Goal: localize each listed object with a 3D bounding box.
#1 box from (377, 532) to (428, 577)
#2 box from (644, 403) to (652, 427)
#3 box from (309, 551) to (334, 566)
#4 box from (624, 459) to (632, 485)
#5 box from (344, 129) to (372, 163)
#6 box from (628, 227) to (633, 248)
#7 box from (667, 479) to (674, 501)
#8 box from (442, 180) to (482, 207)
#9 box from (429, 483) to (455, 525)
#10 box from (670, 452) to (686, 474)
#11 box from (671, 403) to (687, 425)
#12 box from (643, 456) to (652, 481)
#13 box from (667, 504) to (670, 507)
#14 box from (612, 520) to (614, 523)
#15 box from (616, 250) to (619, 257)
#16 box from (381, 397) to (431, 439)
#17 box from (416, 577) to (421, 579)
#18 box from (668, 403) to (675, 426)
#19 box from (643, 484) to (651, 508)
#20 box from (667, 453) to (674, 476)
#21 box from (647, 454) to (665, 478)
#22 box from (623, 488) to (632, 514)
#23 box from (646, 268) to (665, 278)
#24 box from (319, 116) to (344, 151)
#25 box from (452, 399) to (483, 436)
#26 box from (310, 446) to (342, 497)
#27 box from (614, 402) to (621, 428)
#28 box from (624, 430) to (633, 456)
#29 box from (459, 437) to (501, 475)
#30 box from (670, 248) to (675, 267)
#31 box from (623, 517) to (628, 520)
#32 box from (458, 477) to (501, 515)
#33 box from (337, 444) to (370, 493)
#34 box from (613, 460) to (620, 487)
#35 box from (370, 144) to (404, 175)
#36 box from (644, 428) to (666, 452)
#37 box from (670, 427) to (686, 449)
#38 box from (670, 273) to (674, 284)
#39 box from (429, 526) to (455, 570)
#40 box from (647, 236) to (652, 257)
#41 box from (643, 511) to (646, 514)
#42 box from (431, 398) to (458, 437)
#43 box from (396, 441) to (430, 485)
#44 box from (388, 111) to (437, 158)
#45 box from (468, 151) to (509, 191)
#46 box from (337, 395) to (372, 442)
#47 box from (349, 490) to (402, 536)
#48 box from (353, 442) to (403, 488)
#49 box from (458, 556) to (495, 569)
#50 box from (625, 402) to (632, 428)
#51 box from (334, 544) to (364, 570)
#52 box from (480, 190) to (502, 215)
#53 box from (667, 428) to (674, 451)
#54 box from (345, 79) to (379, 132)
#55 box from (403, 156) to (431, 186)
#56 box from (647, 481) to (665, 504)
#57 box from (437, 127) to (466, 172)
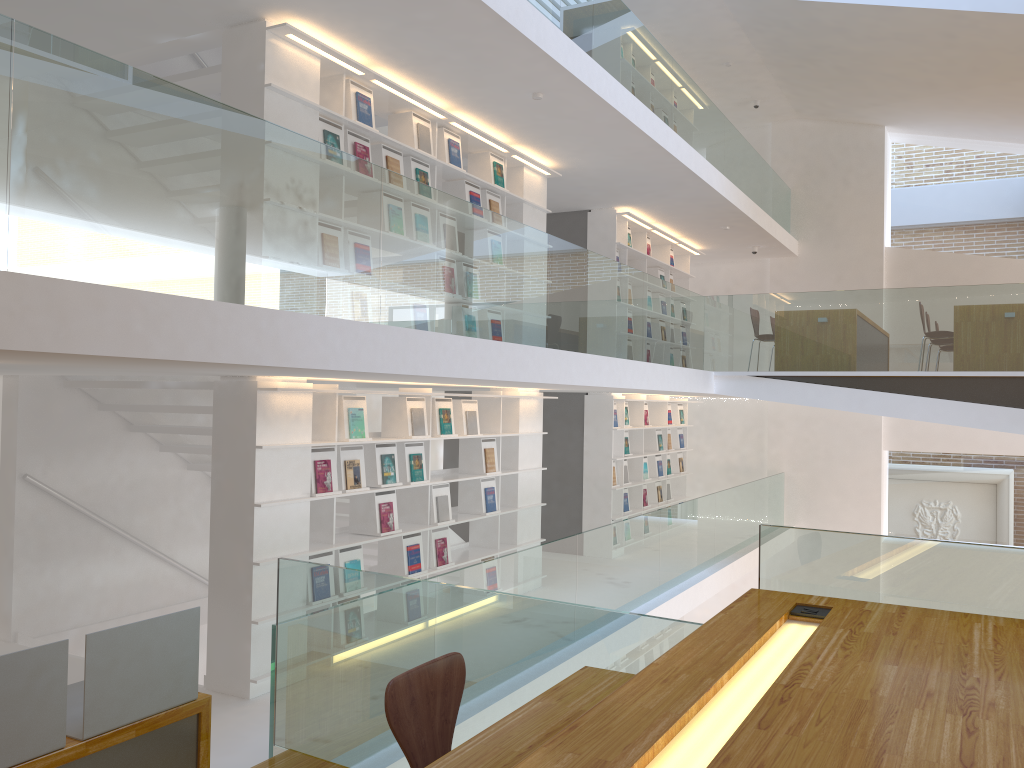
[{"bbox_3d":[-0.793,1.229,6.463,0.274,0.296,0.245,0,-1,28],"label":"box"},{"bbox_3d":[1.559,0.376,10.952,0.274,0.296,0.245,0,-1,28],"label":"box"},{"bbox_3d":[-1.266,1.202,5.583,0.274,0.296,0.245,0,-1,28],"label":"box"},{"bbox_3d":[1.225,1.016,10.344,0.274,0.296,0.245,0,-1,28],"label":"box"},{"bbox_3d":[-1.085,-1.507,5.909,0.274,0.296,0.245,0,-1,28],"label":"box"},{"bbox_3d":[1.274,-1.700,10.398,0.274,0.296,0.245,0,-1,28],"label":"box"},{"bbox_3d":[1.980,1.387,11.753,0.274,0.296,0.245,0,-1,28],"label":"box"},{"bbox_3d":[-0.387,-1.471,7.180,0.274,0.296,0.245,0,-1,28],"label":"box"},{"bbox_3d":[-0.612,0.910,6.794,0.274,0.296,0.245,0,-1,28],"label":"box"},{"bbox_3d":[2.237,1.072,12.226,0.274,0.296,0.245,0,-1,28],"label":"box"},{"bbox_3d":[2.242,0.416,12.227,0.274,0.296,0.245,0,-1,28],"label":"box"},{"bbox_3d":[1.556,1.035,10.959,0.274,0.296,0.245,0,-1,28],"label":"box"},{"bbox_3d":[1.969,1.716,11.738,0.274,0.296,0.245,0,-1,28],"label":"box"},{"bbox_3d":[1.034,1.665,9.998,0.274,0.296,0.245,0,-1,28],"label":"box"},{"bbox_3d":[1.088,-1.383,10.056,0.274,0.296,0.245,0,-1,28],"label":"box"},{"bbox_3d":[-0.770,0.243,6.493,0.274,0.296,0.245,0,-1,28],"label":"box"},{"bbox_3d":[-0.799,1.557,6.456,0.274,0.296,0.245,0,-1,28],"label":"box"},{"bbox_3d":[1.994,0.402,11.765,0.274,0.296,0.245,0,-1,28],"label":"box"},{"bbox_3d":[1.543,1.363,10.940,0.274,0.296,0.245,0,-1,28],"label":"box"},{"bbox_3d":[1.977,1.058,11.743,0.274,0.296,0.245,0,-1,28],"label":"box"},{"bbox_3d":[1.810,1.049,11.433,0.274,0.296,0.245,0,-1,28],"label":"box"},{"bbox_3d":[1.237,1.346,10.372,0.274,0.296,0.245,0,-1,28],"label":"box"},{"bbox_3d":[1.854,-1.339,11.481,0.274,0.296,0.245,0,-1,28],"label":"box"},{"bbox_3d":[-1.218,-1.516,5.635,0.274,0.296,0.245,0,-1,28],"label":"box"},{"bbox_3d":[-2.065,1.916,4.095,0.498,3.764,7.125,0,-1,28],"label":"box"},{"bbox_3d":[-1.256,0.544,5.593,0.274,0.296,0.245,0,-1,28],"label":"box"},{"bbox_3d":[1.060,0.352,10.028,0.274,0.296,0.245,0,-1,28],"label":"box"},{"bbox_3d":[1.242,0.683,10.371,0.274,0.296,0.245,0,-1,28],"label":"box"},{"bbox_3d":[-0.264,0.601,7.437,0.274,0.296,0.245,0,-1,28],"label":"box"},{"bbox_3d":[2.032,-1.658,11.807,0.274,0.296,0.245,0,-1,28],"label":"box"},{"bbox_3d":[1.236,1.675,10.375,0.274,0.296,0.245,0,-1,28],"label":"box"},{"bbox_3d":[-0.270,0.929,7.432,0.274,0.296,0.245,0,-1,28],"label":"box"},{"bbox_3d":[-1.123,0.553,5.867,0.274,0.296,0.245,0,-1,28],"label":"box"},{"bbox_3d":[1.047,1.006,10.013,0.274,0.296,0.245,0,-1,28],"label":"box"},{"bbox_3d":[-0.904,-1.497,6.218,0.274,0.296,0.245,0,-1,28],"label":"box"},{"bbox_3d":[1.816,0.721,11.439,0.274,0.296,0.245,0,-1,28],"label":"box"},{"bbox_3d":[2.236,0.743,12.221,0.274,0.296,0.245,0,-1,28],"label":"box"},{"bbox_3d":[2.026,-1.330,11.800,0.274,0.296,0.245,0,-1,28],"label":"box"},{"bbox_3d":[-0.616,1.239,6.793,0.274,0.296,0.245,0,-1,28],"label":"box"},{"bbox_3d":[1.598,-1.684,10.994,0.274,0.296,0.245,0,-1,28],"label":"box"},{"bbox_3d":[1.537,1.692,10.933,0.274,0.296,0.245,0,-1,28],"label":"box"},{"bbox_3d":[-0.593,0.253,6.821,0.274,0.296,0.245,0,-1,28],"label":"box"},{"bbox_3d":[-0.779,0.572,6.480,0.274,0.296,0.245,0,-1,28],"label":"box"},{"bbox_3d":[-0.731,-1.817,6.535,0.274,0.296,0.245,0,-1,28],"label":"box"},{"bbox_3d":[-0.197,-1.787,7.529,0.274,0.296,0.245,0,-1,28],"label":"box"},{"bbox_3d":[-1.106,0.224,5.868,0.274,0.296,0.245,0,-1,28],"label":"box"},{"bbox_3d":[-0.946,0.884,6.174,0.274,0.296,0.245,0,-1,28],"label":"box"},{"bbox_3d":[-0.942,0.556,6.176,0.274,0.296,0.245,0,-1,28],"label":"box"},{"bbox_3d":[-0.270,1.587,7.440,0.274,0.296,0.245,0,-1,28],"label":"box"},{"bbox_3d":[1.236,0.360,10.356,0.274,0.296,0.245,0,-1,28],"label":"box"},{"bbox_3d":[-1.126,1.210,5.844,0.274,0.296,0.245,0,-1,28],"label":"box"},{"bbox_3d":[-0.226,-1.459,7.479,0.274,0.296,0.245,0,-1,28],"label":"box"},{"bbox_3d":[1.988,0.730,11.758,0.274,0.296,0.245,0,-1,28],"label":"box"},{"bbox_3d":[-1.068,-1.836,5.910,0.274,0.296,0.245,0,-1,28],"label":"box"},{"bbox_3d":[-0.741,-1.488,6.522,0.274,0.296,0.245,0,-1,28],"label":"box"},{"bbox_3d":[1.810,1.378,11.438,0.274,0.296,0.245,0,-1,28],"label":"box"},{"bbox_3d":[-0.534,-1.806,6.903,0.274,0.296,0.245,0,-1,28],"label":"box"}]
